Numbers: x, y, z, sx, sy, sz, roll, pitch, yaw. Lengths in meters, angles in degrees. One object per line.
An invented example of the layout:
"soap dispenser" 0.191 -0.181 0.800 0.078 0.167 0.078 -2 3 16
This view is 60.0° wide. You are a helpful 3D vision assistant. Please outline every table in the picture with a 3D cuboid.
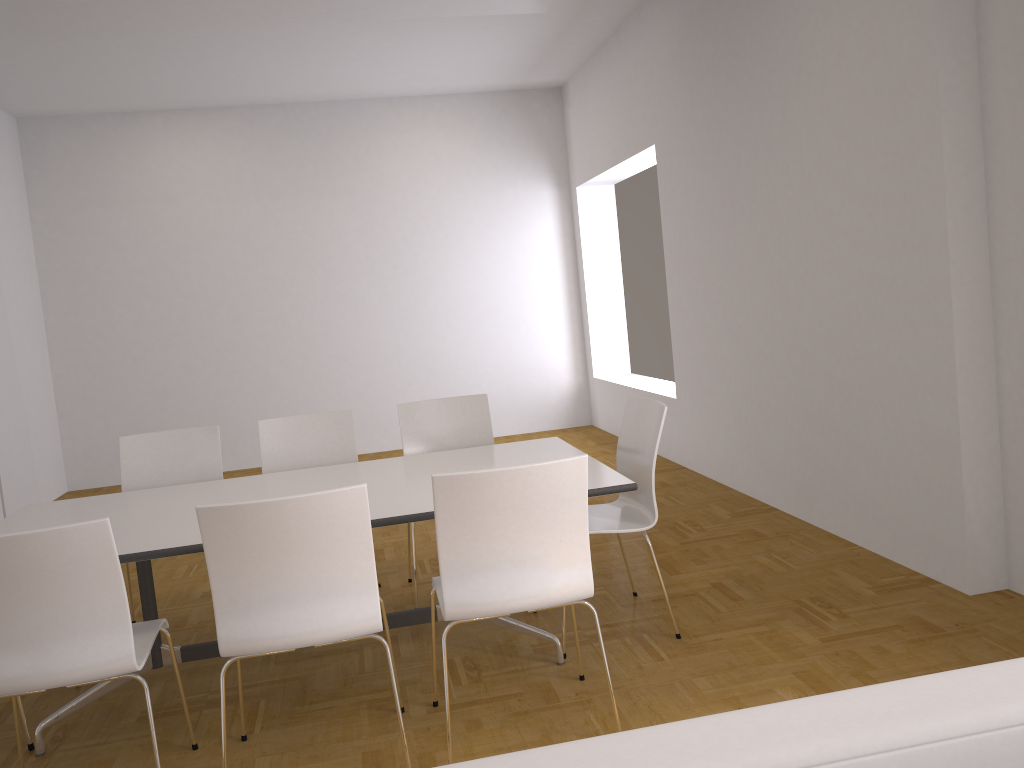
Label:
"table" -0.810 0.797 3.548 2.412 0.721 1.212 -7 5 -10

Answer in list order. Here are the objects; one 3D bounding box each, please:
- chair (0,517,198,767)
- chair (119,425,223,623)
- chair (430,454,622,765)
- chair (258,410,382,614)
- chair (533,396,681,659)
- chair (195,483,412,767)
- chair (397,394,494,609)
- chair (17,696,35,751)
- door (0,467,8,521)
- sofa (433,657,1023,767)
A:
"chair" -1.334 0.835 2.657 0.561 0.930 0.576 -6 5 -10
"chair" -1.606 0.712 4.187 0.561 0.930 0.576 -6 5 -10
"chair" -0.002 0.680 2.897 0.561 0.930 0.576 -6 5 -10
"chair" -0.960 0.637 4.304 0.561 0.930 0.576 -6 5 -10
"chair" 0.378 0.560 3.739 0.575 0.930 0.561 -6 5 -10
"chair" -0.648 0.755 2.780 0.561 0.930 0.576 -6 5 -10
"chair" -0.274 0.557 4.428 0.561 0.930 0.576 -6 5 -10
"chair" -2.055 0.836 3.299 0.575 0.930 0.561 -6 5 -10
"door" -3.974 -0.038 6.372 0.132 2.449 0.872 -6 5 -10
"sofa" -0.045 0.924 0.721 2.623 0.847 0.823 -7 5 -10
